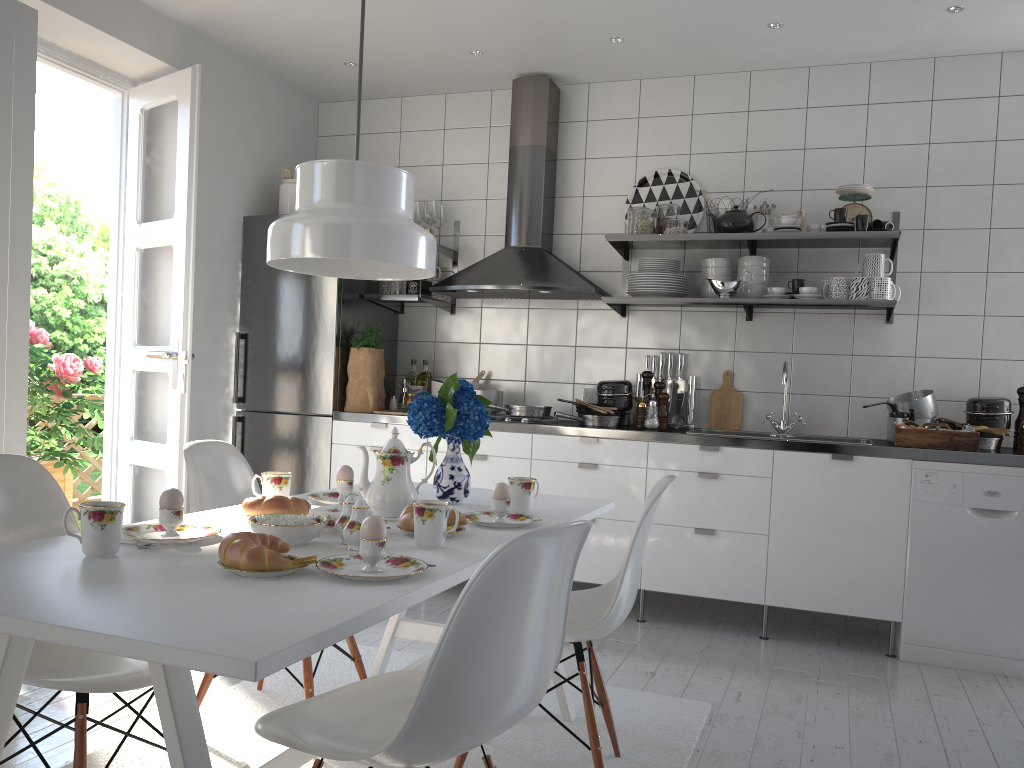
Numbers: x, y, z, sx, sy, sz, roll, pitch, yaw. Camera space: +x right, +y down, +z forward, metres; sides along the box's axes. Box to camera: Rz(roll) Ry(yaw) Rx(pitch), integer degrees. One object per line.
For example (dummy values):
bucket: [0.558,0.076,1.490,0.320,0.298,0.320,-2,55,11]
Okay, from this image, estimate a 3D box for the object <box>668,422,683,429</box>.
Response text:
object: [0.784,0.198,4.261,0.072,0.031,0.070,3,0,20]

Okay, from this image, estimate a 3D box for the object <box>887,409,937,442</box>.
object: [1.753,0.184,3.827,0.200,0.154,0.347,3,0,5]

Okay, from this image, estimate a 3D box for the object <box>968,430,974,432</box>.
object: [1.816,0.215,3.529,0.040,0.063,0.069,2,1,-22]

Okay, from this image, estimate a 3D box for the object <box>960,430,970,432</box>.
object: [1.788,0.211,3.499,0.042,0.062,0.069,2,2,-39]

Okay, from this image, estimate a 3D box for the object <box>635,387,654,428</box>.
object: [0.621,0.110,4.148,0.080,0.192,0.058,3,2,9]

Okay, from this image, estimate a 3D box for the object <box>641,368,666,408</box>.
object: [0.669,0.067,4.217,0.123,0.283,0.061,4,2,25]

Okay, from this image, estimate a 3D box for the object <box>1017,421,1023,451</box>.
object: [2.168,0.184,3.713,0.080,0.192,0.058,3,2,9]

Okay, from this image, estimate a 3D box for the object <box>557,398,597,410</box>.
object: [0.394,0.116,4.195,0.245,0.080,0.356,3,0,28]

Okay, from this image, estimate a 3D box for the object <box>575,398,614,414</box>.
object: [0.381,0.103,4.142,0.059,0.061,0.333,2,0,-22]

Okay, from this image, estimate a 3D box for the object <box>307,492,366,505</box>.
object: [-0.466,0.320,2.456,0.200,0.016,0.201,3,0,25]

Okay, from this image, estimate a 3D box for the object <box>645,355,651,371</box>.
object: [0.674,-0.086,4.411,0.027,0.114,0.019,3,2,16]

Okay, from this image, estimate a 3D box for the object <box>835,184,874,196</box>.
object: [1.544,-0.868,3.998,0.163,0.047,0.164,3,0,-20]

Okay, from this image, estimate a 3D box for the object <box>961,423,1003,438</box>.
object: [1.927,0.204,3.765,0.347,0.082,0.243,3,0,-28]

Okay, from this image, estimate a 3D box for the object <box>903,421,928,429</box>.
object: [1.661,0.205,3.682,0.118,0.099,0.084,3,1,14]

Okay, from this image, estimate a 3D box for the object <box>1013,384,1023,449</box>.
object: [2.216,0.141,3.782,0.123,0.283,0.061,4,2,25]

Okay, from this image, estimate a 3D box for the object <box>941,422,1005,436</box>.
object: [1.912,0.184,3.701,0.064,0.044,0.334,3,0,-13]

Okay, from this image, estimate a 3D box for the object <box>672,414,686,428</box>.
object: [0.814,0.181,4.320,0.069,0.068,0.029,3,2,25]

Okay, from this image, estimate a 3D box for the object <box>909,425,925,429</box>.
object: [1.703,0.213,3.556,0.030,0.084,0.220,1,2,-45]

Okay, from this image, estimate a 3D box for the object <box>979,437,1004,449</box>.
object: [1.914,0.238,3.794,0.351,0.061,0.232,3,0,-1]

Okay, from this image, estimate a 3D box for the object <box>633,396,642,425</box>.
object: [0.652,0.135,4.323,0.116,0.145,0.127,2,1,-31]

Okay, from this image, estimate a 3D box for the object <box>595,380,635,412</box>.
object: [0.488,0.057,4.222,0.190,0.159,0.197,2,1,-19]

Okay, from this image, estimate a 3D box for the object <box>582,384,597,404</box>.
object: [0.402,0.094,4.466,0.101,0.202,0.081,3,2,10]

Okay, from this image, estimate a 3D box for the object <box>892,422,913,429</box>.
object: [1.642,0.206,3.581,0.030,0.093,0.216,1,2,-44]

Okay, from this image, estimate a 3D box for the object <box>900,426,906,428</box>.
object: [1.589,0.194,3.581,0.049,0.048,0.048,3,1,31]

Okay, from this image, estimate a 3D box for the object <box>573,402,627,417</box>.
object: [0.381,0.129,4.201,0.347,0.082,0.243,3,0,-28]

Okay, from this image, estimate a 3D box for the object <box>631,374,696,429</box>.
object: [0.755,0.085,4.385,0.321,0.261,0.067,3,2,20]

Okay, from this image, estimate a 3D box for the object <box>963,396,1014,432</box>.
object: [2.034,0.132,3.786,0.190,0.159,0.197,2,1,-19]

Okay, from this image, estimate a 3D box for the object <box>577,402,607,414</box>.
object: [0.365,0.109,4.137,0.064,0.044,0.334,3,0,-13]

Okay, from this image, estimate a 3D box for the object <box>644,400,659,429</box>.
object: [0.647,0.140,4.090,0.069,0.135,0.069,3,2,0]

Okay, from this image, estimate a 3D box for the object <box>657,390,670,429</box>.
object: [0.703,0.118,4.140,0.058,0.184,0.058,1,3,-41]

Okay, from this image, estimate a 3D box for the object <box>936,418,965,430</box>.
object: [1.940,0.191,3.760,0.245,0.080,0.356,3,0,28]

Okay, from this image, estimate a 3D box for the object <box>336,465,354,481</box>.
object: [-0.462,0.256,2.453,0.048,0.063,0.048,3,2,24]

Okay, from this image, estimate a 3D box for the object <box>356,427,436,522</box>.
object: [-0.289,0.221,2.201,0.149,0.231,0.140,4,2,38]

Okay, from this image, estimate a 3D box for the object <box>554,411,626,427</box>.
object: [0.367,0.164,4.229,0.351,0.061,0.232,3,0,-1]

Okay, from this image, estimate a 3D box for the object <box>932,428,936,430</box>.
object: [1.717,0.210,3.645,0.054,0.059,0.068,3,1,16]

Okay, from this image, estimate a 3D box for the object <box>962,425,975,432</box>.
object: [1.838,0.196,3.580,0.050,0.058,0.053,3,1,14]

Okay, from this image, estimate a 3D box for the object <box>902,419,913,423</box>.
object: [1.760,0.205,3.683,0.265,0.107,0.048,3,2,17]

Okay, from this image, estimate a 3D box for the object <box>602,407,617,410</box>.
object: [0.406,0.116,4.170,0.065,0.021,0.336,3,0,-16]

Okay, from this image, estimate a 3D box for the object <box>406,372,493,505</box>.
object: [-0.175,0.154,2.530,0.265,0.377,0.236,3,2,22]

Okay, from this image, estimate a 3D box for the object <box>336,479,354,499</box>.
object: [-0.464,0.293,2.455,0.048,0.057,0.048,2,1,-29]

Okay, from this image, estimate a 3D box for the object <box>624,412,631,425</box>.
object: [0.557,0.169,4.380,0.066,0.067,0.052,2,1,-19]

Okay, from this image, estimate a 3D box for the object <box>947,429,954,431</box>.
object: [1.757,0.208,3.559,0.055,0.052,0.034,3,2,7]

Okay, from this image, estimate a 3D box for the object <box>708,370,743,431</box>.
object: [1.042,0.079,4.317,0.157,0.294,0.047,3,2,20]

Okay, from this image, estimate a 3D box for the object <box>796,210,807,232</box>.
object: [1.314,-0.724,4.083,0.116,0.152,0.127,1,2,-43]

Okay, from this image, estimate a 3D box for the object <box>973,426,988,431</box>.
object: [1.801,0.212,3.643,0.270,0.094,0.050,3,2,25]

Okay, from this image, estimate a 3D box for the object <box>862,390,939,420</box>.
object: [1.683,0.102,3.892,0.371,0.169,0.202,3,1,-3]

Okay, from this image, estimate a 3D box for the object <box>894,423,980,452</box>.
object: [1.720,0.209,3.601,0.300,0.100,0.211,3,0,23]
